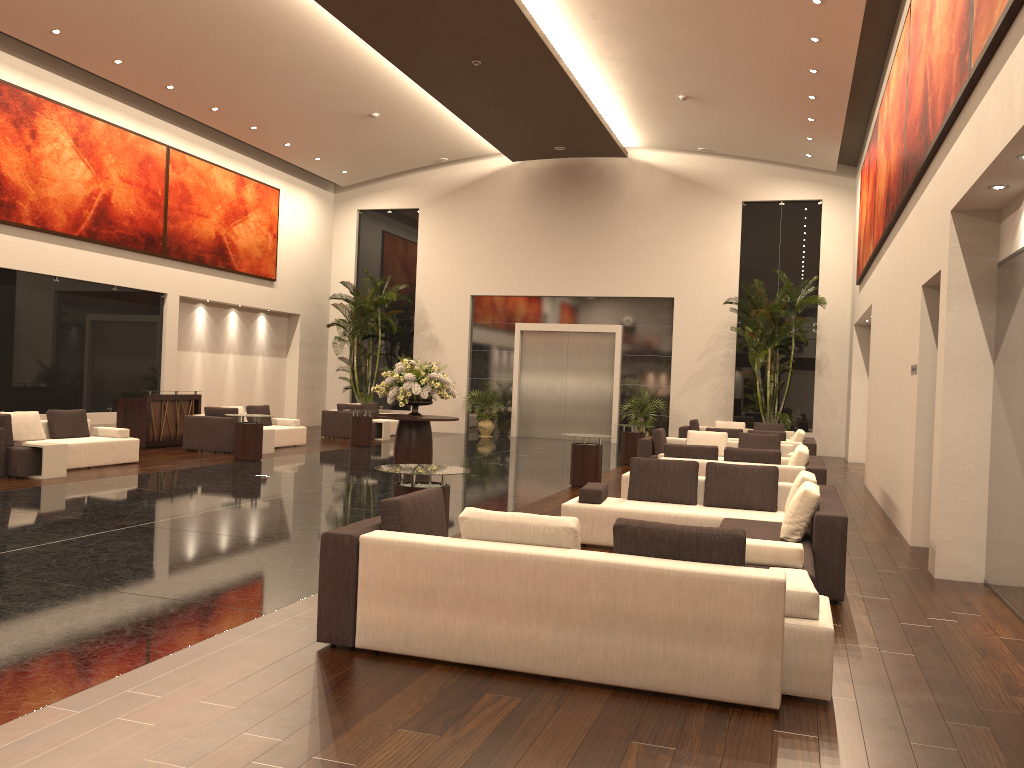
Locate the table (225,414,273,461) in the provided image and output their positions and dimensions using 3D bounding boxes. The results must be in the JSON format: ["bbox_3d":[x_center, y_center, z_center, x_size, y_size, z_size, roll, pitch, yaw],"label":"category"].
[{"bbox_3d":[-4.659,0.949,15.682,0.833,0.795,0.844,2,0,-21],"label":"table"}]

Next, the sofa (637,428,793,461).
[{"bbox_3d":[3.646,1.263,15.391,2.846,0.862,1.291,2,0,18],"label":"sofa"}]

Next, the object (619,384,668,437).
[{"bbox_3d":[3.417,0.817,23.522,1.373,1.682,1.297,2,0,-34],"label":"object"}]

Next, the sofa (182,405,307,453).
[{"bbox_3d":[-5.264,0.883,18.129,1.291,0.862,2.846,2,0,18],"label":"sofa"}]

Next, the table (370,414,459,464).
[{"bbox_3d":[-1.681,1.012,15.148,1.498,0.921,1.498,2,0,9],"label":"table"}]

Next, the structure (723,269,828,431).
[{"bbox_3d":[6.502,-0.515,22.014,2.436,4.611,2.531,2,0,-11],"label":"structure"}]

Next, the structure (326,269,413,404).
[{"bbox_3d":[-4.136,-0.970,25.580,2.436,4.611,2.531,2,0,-11],"label":"structure"}]

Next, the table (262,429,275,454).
[{"bbox_3d":[-4.886,1.104,17.183,0.400,0.460,0.400,2,0,18],"label":"table"}]

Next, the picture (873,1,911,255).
[{"bbox_3d":[5.655,-3.520,13.224,0.070,2.526,4.515,2,0,18],"label":"picture"}]

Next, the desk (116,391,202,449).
[{"bbox_3d":[-7.064,0.681,17.874,0.760,1.114,1.634,2,0,18],"label":"desk"}]

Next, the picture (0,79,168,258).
[{"bbox_3d":[-8.486,-4.124,17.765,0.070,2.526,4.515,2,0,18],"label":"picture"}]

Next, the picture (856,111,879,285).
[{"bbox_3d":[7.036,-3.477,17.529,0.070,2.526,4.515,2,0,18],"label":"picture"}]

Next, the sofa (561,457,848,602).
[{"bbox_3d":[1.505,1.200,7.709,2.586,0.862,3.366,2,0,18],"label":"sofa"}]

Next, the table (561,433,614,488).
[{"bbox_3d":[1.159,1.197,13.814,0.833,0.795,0.844,2,0,-21],"label":"table"}]

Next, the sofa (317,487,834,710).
[{"bbox_3d":[0.415,1.163,5.318,2.846,0.862,1.291,2,0,18],"label":"sofa"}]

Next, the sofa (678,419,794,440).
[{"bbox_3d":[5.378,1.317,20.792,2.846,0.862,1.291,2,0,18],"label":"sofa"}]

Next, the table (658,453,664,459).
[{"bbox_3d":[2.691,1.427,15.004,0.400,0.460,0.400,2,0,18],"label":"table"}]

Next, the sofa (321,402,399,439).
[{"bbox_3d":[-3.679,0.933,23.071,1.291,0.862,2.846,2,0,18],"label":"sofa"}]

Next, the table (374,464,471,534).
[{"bbox_3d":[-0.793,1.137,7.727,0.844,0.795,0.833,2,0,-33],"label":"table"}]

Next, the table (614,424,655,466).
[{"bbox_3d":[2.452,1.237,17.938,0.833,0.795,0.844,2,0,-21],"label":"table"}]

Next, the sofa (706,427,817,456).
[{"bbox_3d":[4.854,1.304,18.211,2.586,0.862,3.366,2,0,18],"label":"sofa"}]

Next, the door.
[{"bbox_3d":[1.539,0.047,25.046,2.767,3.048,0.040,2,0,18],"label":"door"}]

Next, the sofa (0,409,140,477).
[{"bbox_3d":[-6.844,0.834,13.203,1.291,0.862,2.846,2,0,18],"label":"sofa"}]

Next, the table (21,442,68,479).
[{"bbox_3d":[-6.466,1.055,12.256,0.400,0.460,0.400,2,0,18],"label":"table"}]

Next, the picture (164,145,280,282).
[{"bbox_3d":[-7.105,-4.081,22.071,0.070,2.526,4.515,2,0,18],"label":"picture"}]

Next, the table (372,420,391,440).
[{"bbox_3d":[-3.301,1.154,22.125,0.400,0.460,0.400,2,0,18],"label":"table"}]

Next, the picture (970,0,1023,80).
[{"bbox_3d":[2.592,-3.615,3.673,0.070,2.526,6.485,2,0,18],"label":"picture"}]

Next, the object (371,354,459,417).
[{"bbox_3d":[-1.615,0.006,15.134,1.453,1.097,1.402,2,0,-26],"label":"object"}]

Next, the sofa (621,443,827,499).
[{"bbox_3d":[3.122,1.250,12.809,2.586,0.862,3.366,2,0,18],"label":"sofa"}]

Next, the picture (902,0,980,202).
[{"bbox_3d":[4.276,-3.563,8.922,0.070,2.526,4.515,2,0,18],"label":"picture"}]

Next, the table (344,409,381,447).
[{"bbox_3d":[-3.366,0.989,19.807,0.833,0.795,0.844,2,0,-21],"label":"table"}]

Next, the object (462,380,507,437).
[{"bbox_3d":[-0.689,0.642,24.896,1.373,1.682,1.297,2,0,-39],"label":"object"}]
